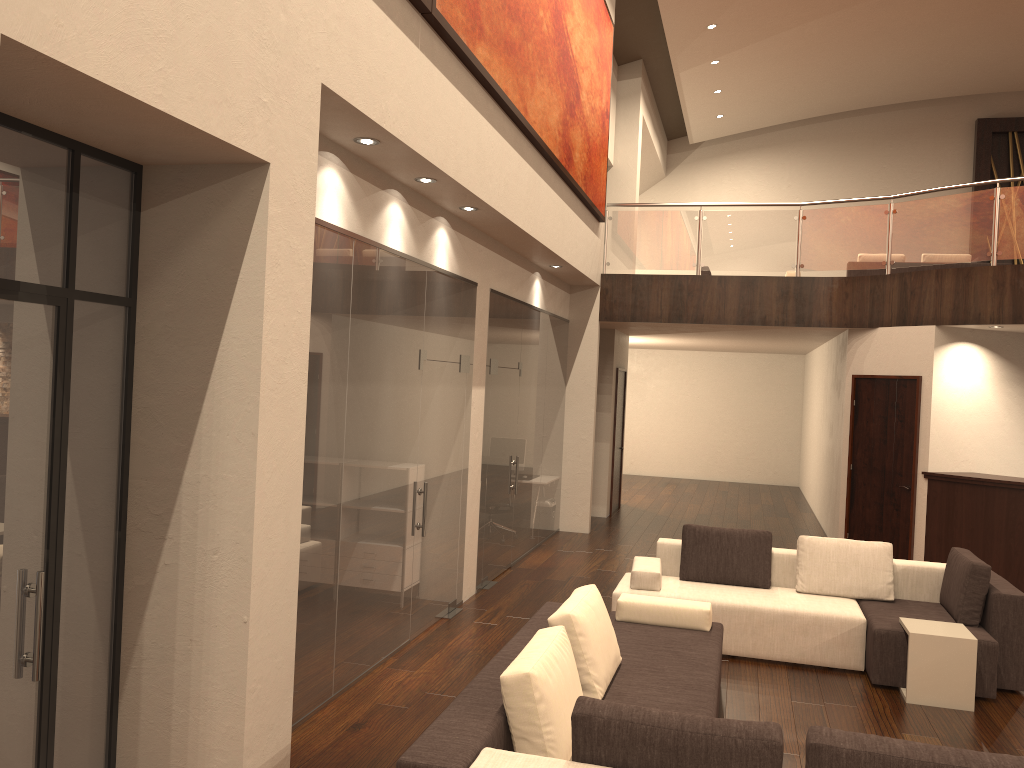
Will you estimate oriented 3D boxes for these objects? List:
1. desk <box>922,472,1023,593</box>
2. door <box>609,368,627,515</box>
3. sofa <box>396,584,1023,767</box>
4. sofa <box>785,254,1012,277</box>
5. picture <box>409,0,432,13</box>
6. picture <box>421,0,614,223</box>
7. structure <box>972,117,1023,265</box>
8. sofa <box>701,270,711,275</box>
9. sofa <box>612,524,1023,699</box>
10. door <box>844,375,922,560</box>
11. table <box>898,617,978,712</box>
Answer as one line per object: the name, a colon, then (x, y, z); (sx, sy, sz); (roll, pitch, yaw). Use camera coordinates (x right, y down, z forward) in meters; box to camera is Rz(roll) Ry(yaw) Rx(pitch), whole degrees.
desk: (7.911, 1.716, 8.701); (7.146, 1.171, 1.674); (3, 0, 16)
door: (1.655, 0.873, 13.926); (0.104, 2.232, 0.990); (3, 0, 15)
sofa: (1.262, 1.577, 4.262); (2.586, 0.862, 3.366); (3, 0, 15)
sofa: (6.281, -1.653, 15.111); (3.366, 0.862, 2.586); (3, 0, 15)
picture: (-1.008, -3.400, 2.878); (0.070, 2.526, 4.515); (3, 0, 15)
picture: (0.392, -3.355, 8.209); (0.070, 2.526, 6.485); (3, 0, 15)
structure: (10.485, -3.155, 17.567); (2.524, 4.236, 0.187); (3, 0, 15)
sofa: (5.114, -1.715, 16.969); (3.366, 0.862, 2.586); (3, 0, 15)
sofa: (2.222, 1.613, 6.708); (2.846, 0.862, 1.291); (3, 0, 15)
door: (4.350, 1.013, 10.426); (0.104, 2.232, 0.990); (3, 0, -25)
table: (2.803, 1.845, 5.873); (0.400, 0.460, 0.400); (3, 0, 15)
